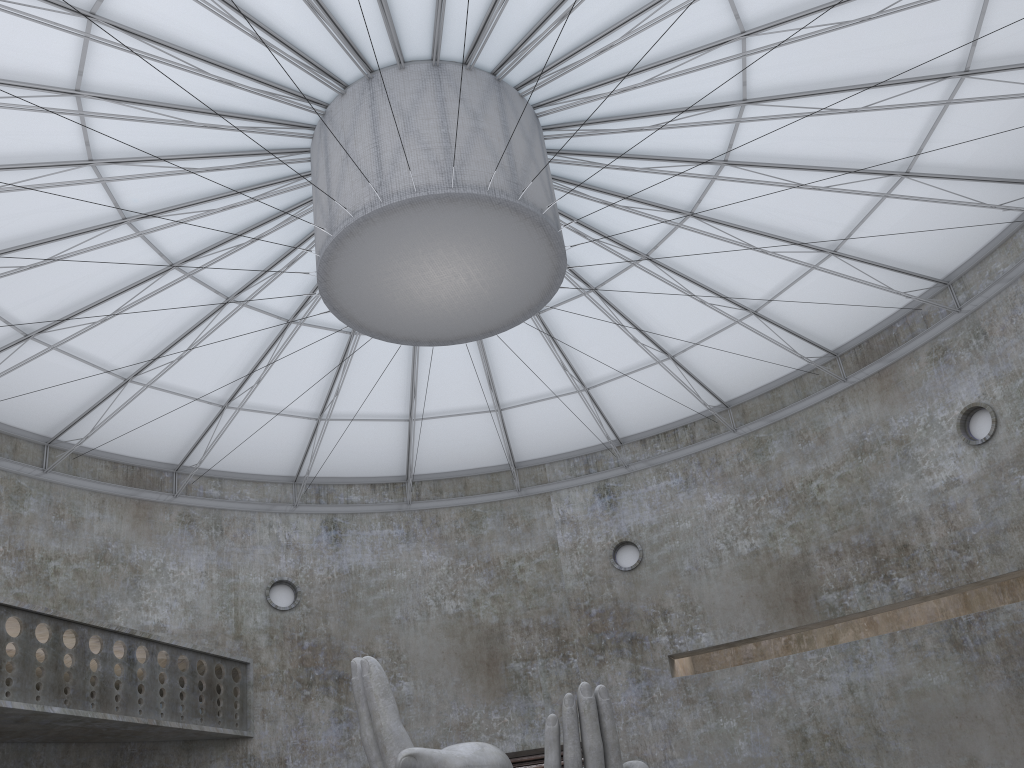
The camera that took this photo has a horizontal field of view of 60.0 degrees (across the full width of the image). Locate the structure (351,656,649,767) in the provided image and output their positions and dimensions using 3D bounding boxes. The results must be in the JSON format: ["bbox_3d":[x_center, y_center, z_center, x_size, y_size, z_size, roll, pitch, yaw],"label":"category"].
[{"bbox_3d":[1.993,7.626,18.105,10.734,5.591,15.945,4,-30,-23],"label":"structure"}]
